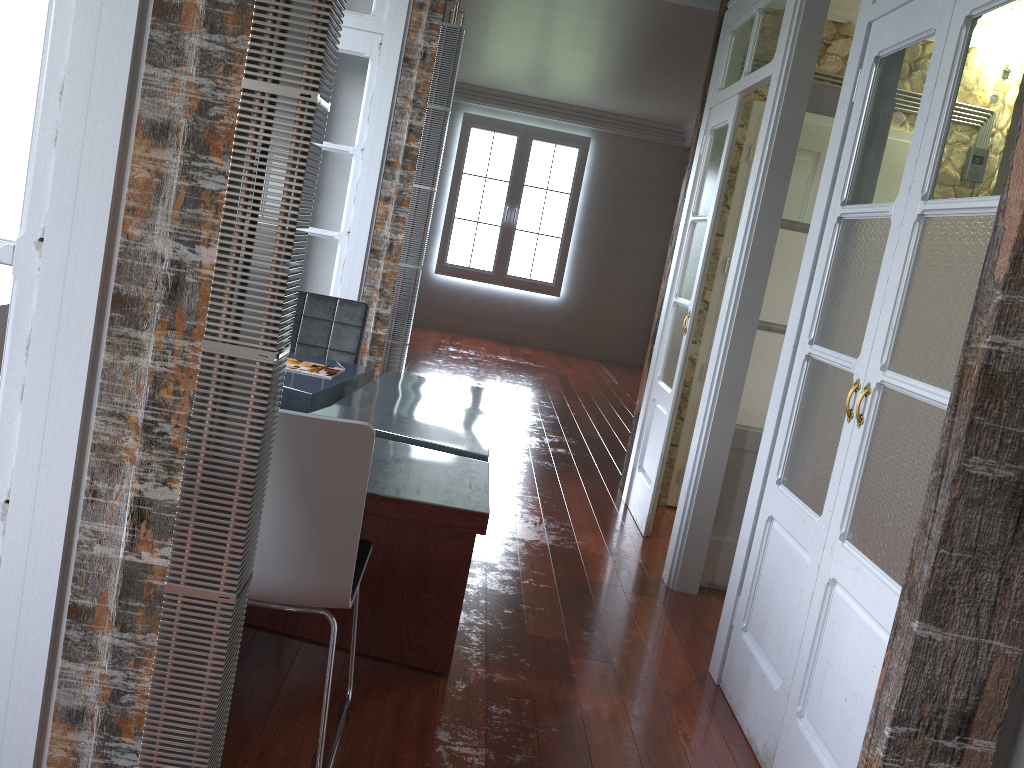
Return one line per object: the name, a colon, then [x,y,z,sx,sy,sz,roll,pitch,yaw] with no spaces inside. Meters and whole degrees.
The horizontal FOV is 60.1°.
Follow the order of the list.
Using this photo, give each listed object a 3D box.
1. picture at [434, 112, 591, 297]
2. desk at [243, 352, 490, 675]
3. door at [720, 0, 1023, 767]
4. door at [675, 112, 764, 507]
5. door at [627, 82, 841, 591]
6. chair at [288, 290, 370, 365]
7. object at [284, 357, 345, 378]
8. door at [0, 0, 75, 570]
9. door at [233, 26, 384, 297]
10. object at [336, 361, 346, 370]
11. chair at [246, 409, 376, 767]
picture: [0.006,-2.181,10.849,1.579,1.976,0.128,11,6,-3]
desk: [-0.850,0.356,3.031,1.444,0.650,1.726,10,9,-3]
door: [0.929,0.041,2.321,0.041,2.166,1.065,11,7,-4]
door: [1.541,-0.311,4.912,0.868,2.205,0.146,11,6,-3]
door: [0.917,-0.272,4.158,0.480,2.168,1.199,7,8,-29]
chair: [-0.923,0.093,3.732,0.475,0.913,0.606,11,7,-3]
object: [-0.848,-0.069,3.561,0.307,0.012,0.225,11,9,1]
door: [-1.257,-0.221,1.380,1.159,2.168,0.041,11,6,-3]
door: [-1.349,-0.762,4.468,1.159,2.168,0.041,11,6,-3]
object: [-0.722,-0.078,3.730,0.011,0.011,0.150,7,10,-27]
chair: [-0.576,0.439,2.089,0.475,0.913,0.606,11,7,-3]
